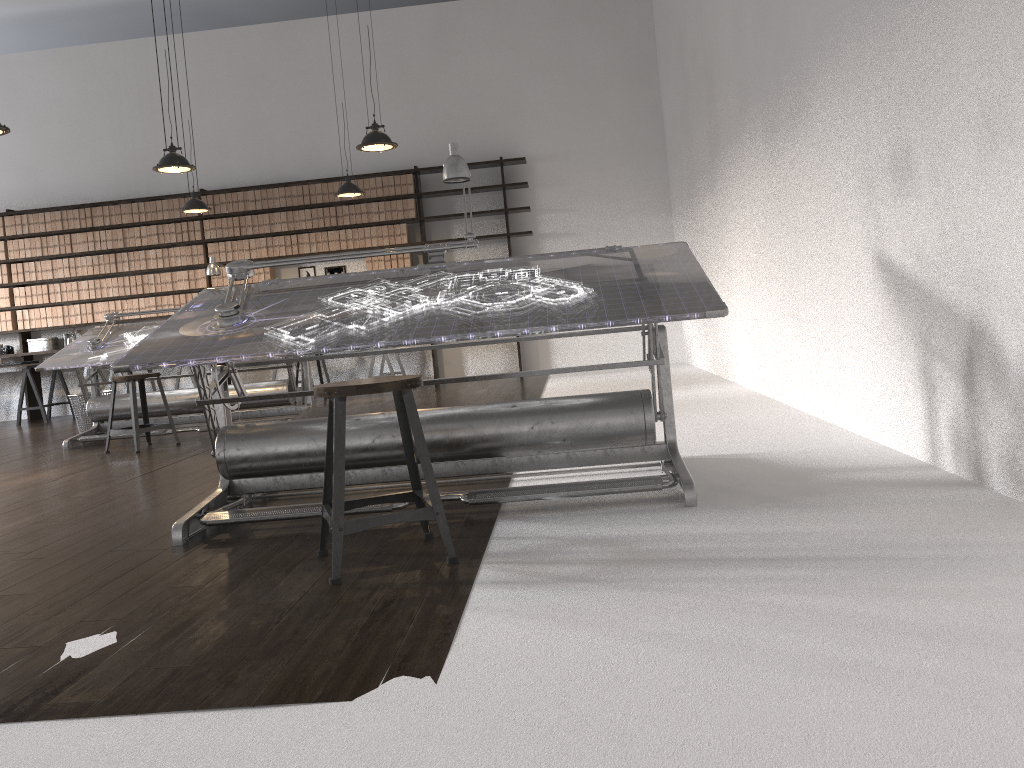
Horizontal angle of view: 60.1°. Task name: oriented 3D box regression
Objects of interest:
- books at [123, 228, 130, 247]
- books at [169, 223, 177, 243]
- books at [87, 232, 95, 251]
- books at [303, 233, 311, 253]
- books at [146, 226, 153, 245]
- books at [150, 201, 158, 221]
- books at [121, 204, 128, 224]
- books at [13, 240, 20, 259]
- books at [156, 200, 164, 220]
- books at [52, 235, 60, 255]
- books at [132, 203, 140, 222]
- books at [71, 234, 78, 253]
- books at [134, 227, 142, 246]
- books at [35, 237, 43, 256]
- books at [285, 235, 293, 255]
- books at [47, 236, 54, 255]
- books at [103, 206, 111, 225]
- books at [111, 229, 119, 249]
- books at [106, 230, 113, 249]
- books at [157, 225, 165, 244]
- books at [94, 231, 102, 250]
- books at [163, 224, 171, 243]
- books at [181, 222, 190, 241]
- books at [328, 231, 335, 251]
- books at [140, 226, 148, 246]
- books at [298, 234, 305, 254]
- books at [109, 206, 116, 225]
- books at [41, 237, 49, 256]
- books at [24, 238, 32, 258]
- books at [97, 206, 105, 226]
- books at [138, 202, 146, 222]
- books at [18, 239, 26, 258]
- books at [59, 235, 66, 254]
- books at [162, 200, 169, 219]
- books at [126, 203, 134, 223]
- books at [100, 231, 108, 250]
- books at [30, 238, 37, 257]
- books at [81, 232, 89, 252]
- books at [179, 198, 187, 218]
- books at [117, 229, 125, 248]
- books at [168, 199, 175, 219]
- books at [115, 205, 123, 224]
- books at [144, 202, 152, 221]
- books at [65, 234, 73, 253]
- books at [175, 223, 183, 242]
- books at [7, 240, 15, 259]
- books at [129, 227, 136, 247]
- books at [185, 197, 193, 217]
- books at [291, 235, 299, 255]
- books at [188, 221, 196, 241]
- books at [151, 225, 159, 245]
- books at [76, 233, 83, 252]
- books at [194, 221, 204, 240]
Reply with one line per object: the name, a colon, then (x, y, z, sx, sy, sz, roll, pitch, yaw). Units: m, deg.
books: (-4.422, -1.682, 10.256, 0.066, 0.225, 0.175, -5, 2, 4)
books: (-3.875, -1.730, 10.213, 0.066, 0.225, 0.175, -5, 2, 4)
books: (-4.839, -1.644, 10.277, 0.066, 0.225, 0.175, -5, 2, 4)
books: (-2.319, -1.598, 10.112, 0.066, 0.225, 0.175, -5, 2, 4)
books: (-4.149, -1.706, 10.235, 0.066, 0.225, 0.175, -5, 2, 4)
books: (-4.095, -1.989, 10.224, 0.066, 0.225, 0.175, -5, 2, 4)
books: (-4.441, -1.958, 10.247, 0.066, 0.225, 0.175, -5, 2, 4)
books: (-5.736, -1.566, 10.344, 0.066, 0.225, 0.175, -5, 2, 4)
books: (-4.026, -1.994, 10.216, 0.067, 0.225, 0.175, -5, 2, 4)
books: (-5.257, -1.608, 10.308, 0.066, 0.225, 0.175, -5, 2, 4)
books: (-4.307, -1.969, 10.233, 0.066, 0.225, 0.175, -5, 2, 4)
books: (-5.038, -1.627, 10.298, 0.066, 0.225, 0.175, -5, 2, 4)
books: (-4.284, -1.694, 10.241, 0.067, 0.225, 0.175, -5, 2, 4)
books: (-5.465, -1.589, 10.321, 0.067, 0.225, 0.175, -5, 2, 4)
books: (-2.532, -1.579, 10.133, 0.066, 0.225, 0.175, -5, 2, 4)
books: (-5.327, -1.602, 10.317, 0.066, 0.225, 0.175, -5, 2, 4)
books: (-4.654, -1.939, 10.261, 0.066, 0.225, 0.175, -5, 2, 4)
books: (-4.558, -1.670, 10.263, 0.066, 0.225, 0.175, -5, 2, 4)
books: (-4.621, -1.664, 10.266, 0.066, 0.225, 0.175, -5, 2, 4)
books: (-4.016, -1.718, 10.227, 0.066, 0.225, 0.175, -5, 2, 4)
books: (-4.767, -1.651, 10.276, 0.066, 0.225, 0.175, -5, 2, 4)
books: (-3.945, -1.724, 10.222, 0.066, 0.225, 0.175, -5, 2, 4)
books: (-3.730, -1.743, 10.203, 0.067, 0.225, 0.175, -5, 2, 4)
books: (-2.034, -1.623, 10.096, 0.066, 0.225, 0.175, -5, 2, 4)
books: (-4.211, -1.700, 10.238, 0.066, 0.225, 0.175, -5, 2, 4)
books: (-2.384, -1.593, 10.123, 0.066, 0.225, 0.175, -5, 2, 4)
books: (-4.584, -1.945, 10.260, 0.066, 0.225, 0.175, -5, 2, 4)
books: (-5.398, -1.595, 10.322, 0.066, 0.225, 0.175, -5, 2, 4)
books: (-5.594, -1.578, 10.333, 0.066, 0.225, 0.175, -5, 2, 4)
books: (-4.726, -1.932, 10.262, 0.066, 0.225, 0.175, -5, 2, 4)
books: (-4.234, -1.976, 10.232, 0.066, 0.225, 0.175, -5, 2, 4)
books: (-5.666, -1.571, 10.336, 0.067, 0.225, 0.175, -5, 2, 4)
books: (-5.186, -1.614, 10.308, 0.066, 0.225, 0.175, -5, 2, 4)
books: (-3.954, -2.001, 10.213, 0.066, 0.225, 0.175, -5, 2, 4)
books: (-4.378, -1.963, 10.238, 0.067, 0.225, 0.175, -5, 2, 4)
books: (-4.693, -1.658, 10.269, 0.067, 0.225, 0.175, -5, 2, 4)
books: (-5.531, -1.584, 10.330, 0.066, 0.225, 0.175, -5, 2, 4)
books: (-4.911, -1.638, 10.282, 0.067, 0.225, 0.175, -5, 2, 4)
books: (-3.758, -2.018, 10.202, 0.066, 0.225, 0.175, -5, 2, 4)
books: (-4.492, -1.675, 10.254, 0.067, 0.225, 0.175, -5, 2, 4)
books: (-3.891, -2.007, 10.210, 0.066, 0.225, 0.175, -5, 2, 4)
books: (-4.515, -1.951, 10.253, 0.066, 0.225, 0.175, -5, 2, 4)
books: (-4.165, -1.983, 10.231, 0.066, 0.225, 0.175, -5, 2, 4)
books: (-5.112, -1.620, 10.297, 0.067, 0.225, 0.175, -5, 2, 4)
books: (-3.804, -1.736, 10.213, 0.066, 0.225, 0.175, -5, 2, 4)
books: (-5.805, -1.560, 10.351, 0.066, 0.225, 0.175, -5, 2, 4)
books: (-4.353, -1.688, 10.250, 0.066, 0.225, 0.175, -5, 2, 4)
books: (-3.687, -2.025, 10.197, 0.066, 0.225, 0.175, -5, 2, 4)
books: (-2.458, -1.586, 10.122, 0.067, 0.225, 0.175, -5, 2, 4)
books: (-3.656, -1.750, 10.203, 0.066, 0.225, 0.175, -5, 2, 4)
books: (-4.083, -1.711, 10.226, 0.067, 0.225, 0.175, -5, 2, 4)
books: (-4.973, -1.633, 10.291, 0.066, 0.225, 0.175, -5, 2, 4)
books: (-3.581, -1.756, 10.195, 0.066, 0.225, 0.175, -5, 2, 4)
